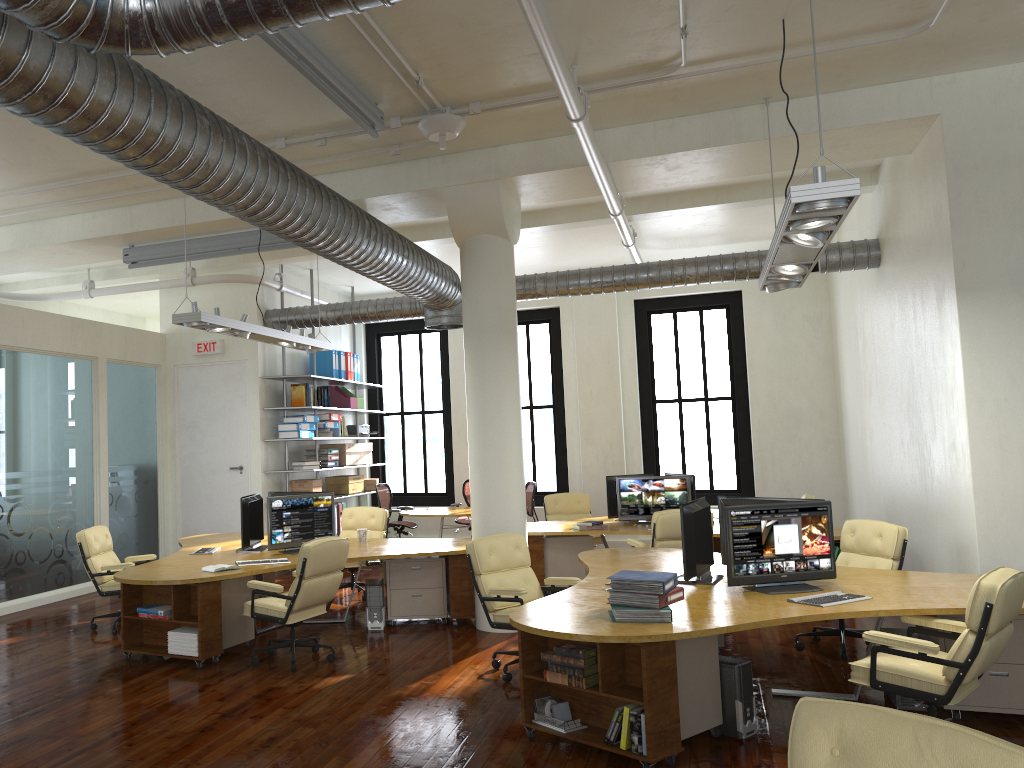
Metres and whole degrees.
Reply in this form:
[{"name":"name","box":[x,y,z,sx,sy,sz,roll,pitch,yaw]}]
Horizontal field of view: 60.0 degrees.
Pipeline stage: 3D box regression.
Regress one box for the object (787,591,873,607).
[{"name":"object","box":[1.905,1.286,5.313,0.436,0.016,0.249,0,-4,-31]}]

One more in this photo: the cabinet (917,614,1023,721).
[{"name":"cabinet","box":[3.078,1.651,5.448,0.947,0.709,0.830,-3,-4,17]}]

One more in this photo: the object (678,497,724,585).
[{"name":"object","box":[1.287,1.096,6.237,0.316,0.552,0.741,-4,-4,25]}]

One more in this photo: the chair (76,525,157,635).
[{"name":"chair","box":[-3.932,1.946,8.958,0.794,1.021,0.705,-3,-4,2]}]

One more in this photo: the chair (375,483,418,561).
[{"name":"chair","box":[-1.717,2.103,13.595,0.817,1.158,0.672,-4,-4,21]}]

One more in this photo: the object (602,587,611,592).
[{"name":"object","box":[0.660,1.366,5.899,0.114,0.015,0.131,-2,-4,4]}]

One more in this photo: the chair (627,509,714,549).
[{"name":"chair","box":[1.625,1.774,9.103,0.692,1.021,0.809,-1,-4,-14]}]

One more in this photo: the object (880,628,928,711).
[{"name":"object","box":[2.537,1.837,5.750,0.191,0.411,0.451,-3,-4,14]}]

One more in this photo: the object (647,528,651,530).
[{"name":"object","box":[1.738,1.565,9.607,0.517,0.016,0.210,-4,-4,29]}]

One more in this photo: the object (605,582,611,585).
[{"name":"object","box":[0.854,1.380,6.250,0.251,0.016,0.432,-4,-4,31]}]

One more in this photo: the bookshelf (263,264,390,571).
[{"name":"bookshelf","box":[-2.828,0.608,14.094,0.695,4.605,3.394,-4,-4,13]}]

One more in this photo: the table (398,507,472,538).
[{"name":"table","box":[-0.932,2.255,13.164,1.630,0.745,1.336,-5,-5,43]}]

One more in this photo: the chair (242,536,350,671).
[{"name":"chair","box":[-1.785,1.772,7.330,0.848,1.021,0.656,-4,-4,27]}]

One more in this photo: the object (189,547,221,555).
[{"name":"object","box":[-3.090,1.680,8.944,0.228,0.016,0.478,-1,-4,-7]}]

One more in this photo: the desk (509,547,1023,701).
[{"name":"desk","box":[1.527,1.744,6.406,3.768,0.734,3.619,-1,-4,-12]}]

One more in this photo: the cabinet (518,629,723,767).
[{"name":"cabinet","box":[0.668,1.712,5.172,0.803,0.709,0.973,1,-5,-43]}]

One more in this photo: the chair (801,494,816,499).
[{"name":"chair","box":[3.180,1.810,10.472,0.840,1.021,0.663,-4,-4,22]}]

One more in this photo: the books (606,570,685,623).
[{"name":"books","box":[0.718,1.202,5.030,0.452,0.227,0.420,-4,-4,28]}]

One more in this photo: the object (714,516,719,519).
[{"name":"object","box":[2.596,1.596,10.539,0.228,0.016,0.478,-1,-4,-7]}]

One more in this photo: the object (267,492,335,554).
[{"name":"object","box":[-2.052,1.361,8.687,0.730,0.552,0.320,1,-5,-42]}]

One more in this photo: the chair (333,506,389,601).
[{"name":"chair","box":[-1.861,1.969,10.376,0.779,1.021,0.714,-4,-4,27]}]

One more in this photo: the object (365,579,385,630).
[{"name":"object","box":[-1.340,2.151,8.684,0.179,0.411,0.483,-2,-4,-7]}]

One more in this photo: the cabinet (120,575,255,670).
[{"name":"cabinet","box":[-2.765,1.985,7.698,0.958,0.709,0.818,-4,-4,25]}]

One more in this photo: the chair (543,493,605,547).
[{"name":"chair","box":[0.832,1.967,11.735,0.704,1.021,0.796,-2,-4,-9]}]

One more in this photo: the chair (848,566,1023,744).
[{"name":"chair","box":[2.261,1.475,4.726,0.858,1.021,0.646,-6,-5,42]}]

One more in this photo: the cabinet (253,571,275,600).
[{"name":"cabinet","box":[-3.203,2.157,10.173,0.806,0.709,0.970,1,-5,-36]}]

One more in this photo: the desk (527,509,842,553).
[{"name":"desk","box":[1.950,2.005,10.711,4.194,0.734,3.235,-3,-4,23]}]

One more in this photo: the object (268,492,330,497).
[{"name":"object","box":[-2.213,1.404,9.274,0.879,0.552,0.266,-4,-4,29]}]

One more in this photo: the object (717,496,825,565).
[{"name":"object","box":[1.841,1.081,6.285,0.264,0.552,0.885,1,-5,-39]}]

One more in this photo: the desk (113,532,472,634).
[{"name":"desk","box":[-2.523,2.058,9.262,3.547,0.734,3.818,1,-4,-34]}]

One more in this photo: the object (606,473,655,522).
[{"name":"object","box":[1.456,1.382,10.813,0.740,0.552,0.316,0,-5,-31]}]

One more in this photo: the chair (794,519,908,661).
[{"name":"chair","box":[2.647,1.613,7.095,0.754,1.021,0.742,-1,-4,-13]}]

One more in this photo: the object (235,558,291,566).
[{"name":"object","box":[-2.219,1.586,7.903,0.454,0.016,0.240,-1,-4,-15]}]

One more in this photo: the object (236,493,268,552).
[{"name":"object","box":[-2.647,1.400,8.993,0.293,0.552,0.799,-2,-4,-2]}]

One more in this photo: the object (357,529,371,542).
[{"name":"object","box":[-1.575,1.606,9.421,0.130,0.131,0.118,0,-5,-32]}]

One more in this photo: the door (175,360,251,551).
[{"name":"door","box":[-4.312,1.196,12.785,1.322,3.031,0.089,-4,-4,21]}]

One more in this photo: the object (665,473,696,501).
[{"name":"object","box":[2.015,1.348,10.574,0.284,0.552,0.827,-2,-4,-12]}]

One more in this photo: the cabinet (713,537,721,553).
[{"name":"cabinet","box":[2.275,2.070,11.621,0.953,0.709,0.823,-4,-4,22]}]

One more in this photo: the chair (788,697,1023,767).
[{"name":"chair","box":[0.806,1.357,2.127,0.714,1.021,0.779,0,-5,-33]}]

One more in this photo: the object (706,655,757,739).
[{"name":"object","box":[1.193,1.856,5.346,0.163,0.411,0.527,1,-5,-44]}]

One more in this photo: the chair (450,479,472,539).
[{"name":"chair","box":[-0.589,2.091,13.994,0.786,1.158,0.697,-4,-4,26]}]

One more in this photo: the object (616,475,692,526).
[{"name":"object","box":[1.633,1.337,10.200,0.851,0.552,0.275,-3,-4,16]}]

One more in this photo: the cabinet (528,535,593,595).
[{"name":"cabinet","box":[0.413,2.049,10.331,0.875,0.709,0.902,-2,-4,-8]}]

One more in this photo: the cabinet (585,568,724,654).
[{"name":"cabinet","box":[1.212,1.839,7.440,0.856,0.709,0.921,-1,-4,-13]}]

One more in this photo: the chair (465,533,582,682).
[{"name":"chair","box":[0.130,1.671,6.725,0.647,1.021,0.857,1,-5,-43]}]

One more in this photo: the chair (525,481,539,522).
[{"name":"chair","box":[-3.414,2.066,12.152,7.647,1.158,0.975,-1,-4,-10]}]

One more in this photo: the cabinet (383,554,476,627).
[{"name":"cabinet","box":[-0.828,1.998,8.891,0.882,0.709,0.894,-2,-4,-5]}]

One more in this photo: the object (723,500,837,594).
[{"name":"object","box":[1.742,1.049,5.734,0.771,0.552,0.304,-1,-4,-14]}]

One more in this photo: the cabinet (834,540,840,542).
[{"name":"cabinet","box":[2.825,1.895,9.146,0.803,0.709,0.973,1,-5,-38]}]
